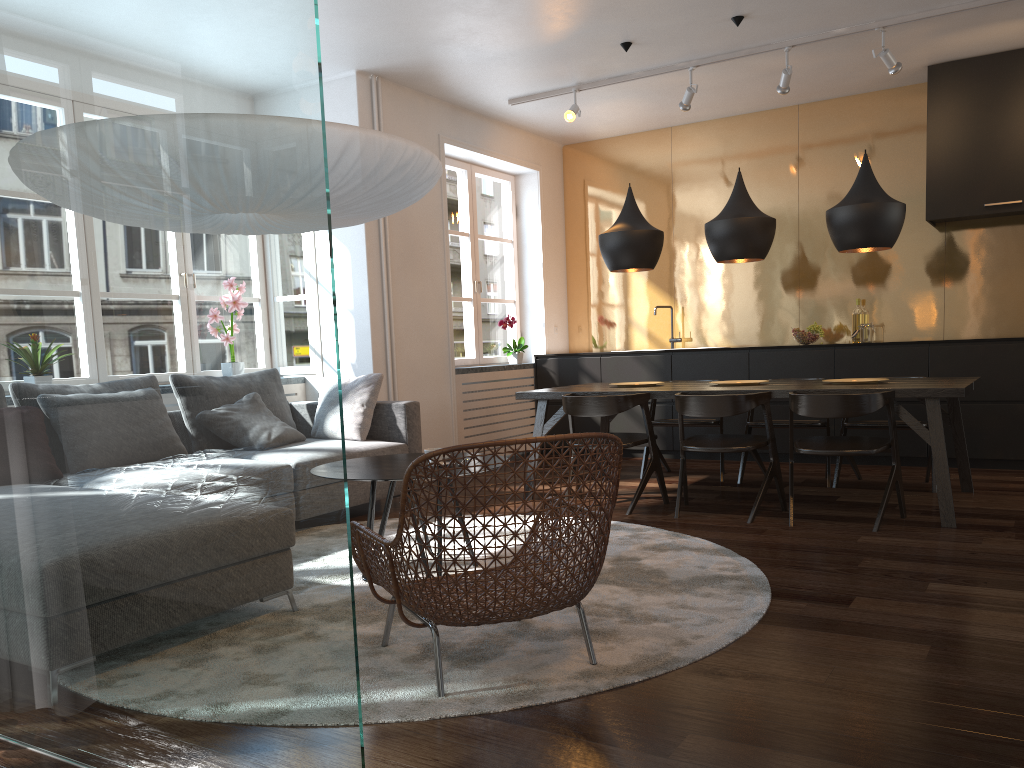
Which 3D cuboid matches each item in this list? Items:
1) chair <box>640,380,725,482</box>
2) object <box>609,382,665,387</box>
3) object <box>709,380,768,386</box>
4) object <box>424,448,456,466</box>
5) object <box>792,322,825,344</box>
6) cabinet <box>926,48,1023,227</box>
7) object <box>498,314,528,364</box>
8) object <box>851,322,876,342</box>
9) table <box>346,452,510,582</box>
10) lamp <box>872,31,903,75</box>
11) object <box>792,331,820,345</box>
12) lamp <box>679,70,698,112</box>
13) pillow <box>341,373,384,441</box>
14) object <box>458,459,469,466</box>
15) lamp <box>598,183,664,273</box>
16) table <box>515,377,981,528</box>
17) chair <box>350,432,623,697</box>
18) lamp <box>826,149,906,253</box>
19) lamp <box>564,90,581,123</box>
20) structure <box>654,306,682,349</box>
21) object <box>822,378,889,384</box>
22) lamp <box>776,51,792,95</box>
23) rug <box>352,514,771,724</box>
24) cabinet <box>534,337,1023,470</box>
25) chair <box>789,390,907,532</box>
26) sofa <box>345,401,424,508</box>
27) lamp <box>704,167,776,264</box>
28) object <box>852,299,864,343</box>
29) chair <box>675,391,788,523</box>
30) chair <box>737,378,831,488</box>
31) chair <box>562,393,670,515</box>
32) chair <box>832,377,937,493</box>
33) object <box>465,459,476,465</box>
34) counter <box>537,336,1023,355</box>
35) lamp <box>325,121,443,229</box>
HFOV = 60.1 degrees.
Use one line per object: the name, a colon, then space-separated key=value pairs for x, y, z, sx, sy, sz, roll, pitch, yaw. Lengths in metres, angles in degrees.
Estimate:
chair: x=1.244 y=0.319 z=6.245 sx=0.593 sy=0.676 sz=0.516 roll=0 pitch=6 yaw=28
object: x=0.804 y=0.003 z=5.703 sx=0.355 sy=0.017 sz=0.354 roll=-1 pitch=3 yaw=35
object: x=1.374 y=-0.006 z=5.355 sx=0.356 sy=0.017 sz=0.353 roll=-2 pitch=2 yaw=12
object: x=-0.306 y=0.309 z=3.719 sx=0.139 sy=0.069 sz=0.091 roll=1 pitch=5 yaw=43
object: x=2.261 y=-0.388 z=6.765 sx=0.239 sy=0.174 sz=0.176 roll=-1 pitch=5 yaw=16
cabinet: x=3.855 y=-1.706 z=5.875 sx=1.954 sy=1.058 sz=0.528 roll=0 pitch=6 yaw=31
object: x=0.018 y=-0.389 z=7.637 sx=0.230 sy=0.440 sz=0.403 roll=-2 pitch=5 yaw=8
object: x=2.681 y=-0.393 z=6.743 sx=0.177 sy=0.153 sz=0.087 roll=-2 pitch=6 yaw=9
table: x=-0.422 y=0.582 z=3.833 sx=0.846 sy=0.476 sz=0.842 roll=0 pitch=4 yaw=34
lamp: x=2.997 y=-1.232 z=5.745 sx=1.830 sy=1.862 sz=0.088 roll=-4 pitch=7 yaw=-24
object: x=2.260 y=-0.350 z=6.787 sx=0.218 sy=0.097 sz=0.217 roll=-3 pitch=3 yaw=-11
lamp: x=1.207 y=-1.978 z=5.954 sx=0.085 sy=0.240 sz=0.250 roll=-4 pitch=5 yaw=-18
pillow: x=-1.060 y=0.145 z=5.517 sx=0.494 sy=0.417 sz=0.284 roll=0 pitch=6 yaw=30
object: x=-0.205 y=0.330 z=3.765 sx=0.025 sy=0.016 sz=0.162 roll=-2 pitch=2 yaw=7
lamp: x=0.751 y=-0.991 z=5.589 sx=0.410 sy=0.545 sz=0.409 roll=-5 pitch=6 yaw=-25
table: x=1.382 y=0.345 z=5.354 sx=2.499 sy=0.684 sz=1.100 roll=-1 pitch=4 yaw=31
chair: x=-0.071 y=0.486 z=2.653 sx=0.716 sy=0.715 sz=0.683 roll=-4 pitch=5 yaw=-26
lamp: x=1.942 y=-1.010 z=4.861 sx=0.410 sy=0.545 sz=0.408 roll=-3 pitch=5 yaw=-11
lamp: x=0.430 y=-1.958 z=6.264 sx=0.085 sy=0.241 sz=0.249 roll=0 pitch=5 yaw=19
structure: x=1.341 y=-0.480 z=7.596 sx=0.264 sy=0.388 sz=0.109 roll=-7 pitch=8 yaw=-42
object: x=1.943 y=-0.015 z=5.006 sx=0.355 sy=0.017 sz=0.354 roll=-1 pitch=3 yaw=35
lamp: x=1.757 y=-1.986 z=5.628 sx=0.085 sy=0.241 sz=0.249 roll=-3 pitch=4 yaw=-2
rug: x=-0.398 y=0.819 z=3.699 sx=2.838 sy=0.012 sz=2.819 roll=-2 pitch=2 yaw=11
cabinet: x=2.558 y=0.139 z=6.810 sx=5.061 sy=0.907 sz=0.728 roll=-1 pitch=5 yaw=31
chair: x=1.673 y=0.372 z=4.511 sx=0.593 sy=0.676 sz=0.516 roll=0 pitch=6 yaw=30
sofa: x=-1.363 y=0.505 z=4.268 sx=2.039 sy=0.676 sz=3.050 roll=-1 pitch=3 yaw=32
lamp: x=1.346 y=-1.001 z=5.225 sx=0.411 sy=0.545 sz=0.408 roll=-2 pitch=5 yaw=8
object: x=2.702 y=-0.495 z=6.903 sx=0.092 sy=0.342 sz=0.091 roll=-2 pitch=6 yaw=-1
chair: x=1.151 y=0.380 z=4.831 sx=0.593 sy=0.676 sz=0.516 roll=1 pitch=6 yaw=32
chair: x=1.836 y=0.311 z=5.850 sx=0.593 sy=0.676 sz=0.516 roll=0 pitch=6 yaw=30
chair: x=0.565 y=0.390 z=5.182 sx=0.593 sy=0.676 sz=0.516 roll=0 pitch=6 yaw=30
chair: x=2.355 y=0.303 z=5.533 sx=0.593 sy=0.676 sz=0.516 roll=1 pitch=6 yaw=31
object: x=-0.163 y=0.329 z=3.761 sx=0.015 sy=0.015 sz=0.167 roll=-1 pitch=3 yaw=19
counter: x=2.540 y=-0.311 z=6.759 sx=5.058 sy=0.002 sz=0.728 roll=-1 pitch=3 yaw=31
lamp: x=-0.985 y=-0.692 z=3.230 sx=1.467 sy=0.211 sz=1.463 roll=-3 pitch=3 yaw=-22
